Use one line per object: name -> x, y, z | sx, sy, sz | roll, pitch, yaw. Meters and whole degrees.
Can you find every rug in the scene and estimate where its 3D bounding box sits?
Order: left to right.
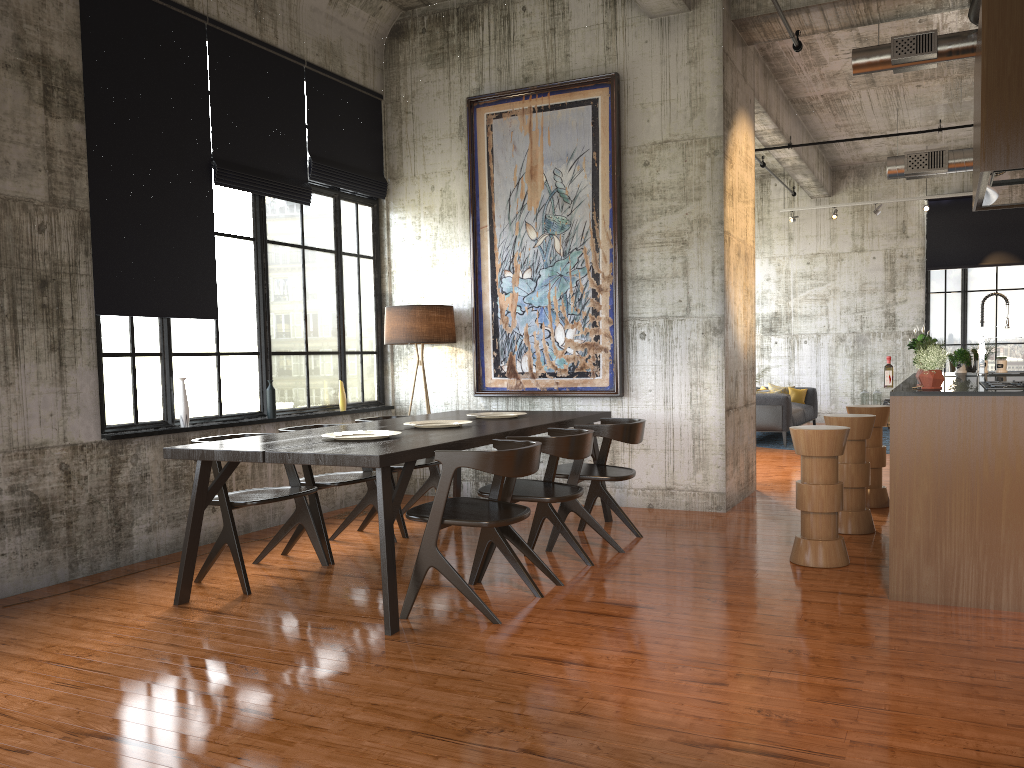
rug -> 6.150, 0.926, 15.123 | 4.844, 0.009, 4.840 | -2, 2, -18

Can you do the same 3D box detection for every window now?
window -> -2.294, -1.358, 8.156 | 0.050, 3.441, 3.806 | 1, 3, 26
window -> 9.365, -1.854, 17.123 | 2.579, 3.442, 0.050 | 0, 4, 26

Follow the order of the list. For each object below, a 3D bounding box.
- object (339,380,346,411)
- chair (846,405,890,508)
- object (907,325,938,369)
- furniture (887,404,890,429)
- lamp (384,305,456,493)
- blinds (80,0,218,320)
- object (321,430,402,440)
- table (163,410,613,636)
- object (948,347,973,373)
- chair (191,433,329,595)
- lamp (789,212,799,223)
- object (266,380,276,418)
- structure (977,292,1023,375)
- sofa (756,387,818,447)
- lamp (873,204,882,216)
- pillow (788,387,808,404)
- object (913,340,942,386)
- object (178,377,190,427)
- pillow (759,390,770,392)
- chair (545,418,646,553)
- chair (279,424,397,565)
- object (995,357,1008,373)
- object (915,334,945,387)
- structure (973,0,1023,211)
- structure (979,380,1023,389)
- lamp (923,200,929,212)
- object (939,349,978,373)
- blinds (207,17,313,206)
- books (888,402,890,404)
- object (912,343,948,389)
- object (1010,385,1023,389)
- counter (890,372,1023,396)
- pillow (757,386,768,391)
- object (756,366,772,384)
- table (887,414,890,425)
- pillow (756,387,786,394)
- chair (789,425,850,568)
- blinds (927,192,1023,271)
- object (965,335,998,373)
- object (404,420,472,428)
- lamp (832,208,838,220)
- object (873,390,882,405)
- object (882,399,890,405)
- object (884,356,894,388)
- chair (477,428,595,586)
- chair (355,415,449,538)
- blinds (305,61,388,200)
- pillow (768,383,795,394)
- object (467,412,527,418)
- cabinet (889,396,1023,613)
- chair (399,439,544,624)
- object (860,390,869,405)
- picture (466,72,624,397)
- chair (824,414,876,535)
object -> -1.742, 0.118, 9.105 | 0.073, 0.319, 0.074 | -2, 4, -12
chair -> 3.461, 0.695, 8.610 | 0.409, 0.964, 0.410 | -1, 3, 5
object -> 4.162, -0.355, 8.993 | 0.304, 0.503, 0.268 | -2, 3, -22
furniture -> 7.333, 0.611, 16.752 | 0.432, 0.478, 0.431 | -2, 3, -19
lamp -> -0.944, 0.222, 9.317 | 0.752, 2.060, 0.751 | 1, 4, 38
blinds -> -2.800, -1.793, 6.940 | 0.034, 2.539, 1.213 | 1, 4, 26
object -> -1.000, 0.344, 5.901 | 0.526, 0.025, 0.526 | 0, 2, 36
table -> -0.616, 0.825, 6.822 | 1.638, 1.008, 3.697 | 0, 2, 26
object -> 4.499, -0.239, 8.893 | 0.231, 0.258, 0.236 | -3, 3, -26
chair -> -1.822, 0.874, 6.284 | 0.769, 0.995, 0.877 | 0, 3, 25
lamp -> 5.595, -3.311, 17.634 | 0.260, 0.211, 0.102 | -3, 3, -29
object -> -2.213, 0.142, 8.147 | 0.080, 0.352, 0.080 | -3, 4, -33
structure -> 4.428, -0.460, 8.046 | 0.360, 0.751, 0.168 | 0, 4, 26
sofa -> 4.465, 0.526, 15.614 | 1.362, 0.862, 2.999 | 0, 2, 28
lamp -> 6.983, -3.321, 16.936 | 0.182, 0.241, 0.102 | 0, 3, 21
pillow -> 5.242, 0.219, 16.299 | 0.434, 0.319, 0.168 | -1, 3, 1
object -> 2.820, -0.145, 6.018 | 0.179, 0.312, 0.172 | 1, 4, 32
object -> -2.673, 0.149, 7.217 | 0.082, 0.411, 0.082 | -2, 4, -13
pillow -> 4.152, 0.255, 14.753 | 0.364, 0.315, 0.170 | -1, 3, 16
chair -> 0.686, 0.794, 7.147 | 0.769, 0.995, 0.877 | 0, 3, 22
chair -> -1.426, 0.841, 7.091 | 0.769, 0.995, 0.877 | 0, 3, 27
object -> 4.803, -0.190, 8.698 | 0.107, 0.158, 0.107 | -3, 3, -29
object -> 2.718, -0.164, 5.795 | 0.186, 0.368, 0.196 | -3, 3, -24
structure -> 3.309, -1.801, 5.596 | 0.663, 1.128, 1.626 | 0, 3, 26
structure -> 3.401, 0.000, 5.693 | 0.678, 0.019, 1.095 | 0, 2, 26
lamp -> 7.750, -3.326, 16.585 | 0.102, 0.211, 0.260 | 0, 3, 21
object -> 8.578, -0.029, 17.014 | 0.727, 1.299, 0.455 | 1, 4, 38
blinds -> -2.246, -2.407, 8.013 | 0.052, 1.400, 1.253 | 1, 3, 26
books -> 7.311, 0.358, 16.776 | 0.300, 0.043, 0.228 | -1, 2, 0
object -> 2.634, -0.113, 5.574 | 0.221, 0.284, 0.210 | 1, 4, 34
object -> 3.067, -0.001, 5.110 | 0.391, 0.068, 0.184 | -2, 2, -18
counter -> 3.766, 0.049, 6.958 | 1.245, 0.174, 4.356 | 0, 2, 26
pillow -> 4.701, 0.225, 16.467 | 0.228, 0.372, 0.404 | 1, 3, 35
object -> 2.335, 0.118, 10.709 | 1.511, 2.067, 1.887 | -4, 4, -41
table -> 7.444, 0.643, 17.722 | 0.875, 0.359, 0.474 | 0, 3, 26
pillow -> 4.294, 0.274, 14.548 | 0.536, 0.447, 0.260 | 0, 3, 33
chair -> 2.196, 0.791, 6.332 | 0.409, 0.964, 0.410 | -1, 3, 5
blinds -> 9.260, -2.972, 16.898 | 2.443, 1.467, 0.150 | 0, 4, 26
object -> 4.669, -0.301, 8.781 | 0.361, 0.382, 0.305 | -3, 3, -30
object -> -0.565, 0.308, 6.787 | 0.526, 0.025, 0.526 | 0, 2, 36
lamp -> 6.303, -3.314, 17.305 | 0.102, 0.229, 0.198 | 1, 4, 36
object -> 7.280, 0.292, 17.658 | 0.163, 0.362, 0.162 | 1, 4, 29
object -> 7.572, 0.388, 17.614 | 0.423, 0.153, 0.381 | 0, 2, 26
object -> 2.453, -0.077, 5.772 | 0.056, 0.209, 0.056 | 0, 4, 26
chair -> 0.184, 0.833, 6.217 | 0.769, 0.995, 0.877 | 0, 3, 25
chair -> -0.987, 0.804, 8.007 | 0.769, 0.995, 0.877 | 0, 3, 26
blinds -> -1.682, -2.582, 9.162 | 0.052, 1.144, 1.294 | 1, 3, 26
pillow -> 4.960, 0.201, 16.470 | 0.536, 0.447, 0.260 | 0, 3, 33
object -> -0.131, 0.272, 7.673 | 0.526, 0.025, 0.526 | 0, 2, 36
cabinet -> 3.779, 0.610, 6.994 | 1.245, 1.246, 4.353 | 0, 2, 26
chair -> -0.212, 0.866, 5.409 | 0.769, 0.995, 0.877 | 0, 3, 27
object -> 7.072, 0.293, 17.759 | 0.163, 0.362, 0.163 | 0, 4, 24
picture -> 0.314, -1.425, 8.958 | 1.655, 3.126, 0.141 | 0, 4, 26
chair -> 2.826, 0.744, 7.426 | 0.409, 0.964, 0.410 | -1, 3, 5
